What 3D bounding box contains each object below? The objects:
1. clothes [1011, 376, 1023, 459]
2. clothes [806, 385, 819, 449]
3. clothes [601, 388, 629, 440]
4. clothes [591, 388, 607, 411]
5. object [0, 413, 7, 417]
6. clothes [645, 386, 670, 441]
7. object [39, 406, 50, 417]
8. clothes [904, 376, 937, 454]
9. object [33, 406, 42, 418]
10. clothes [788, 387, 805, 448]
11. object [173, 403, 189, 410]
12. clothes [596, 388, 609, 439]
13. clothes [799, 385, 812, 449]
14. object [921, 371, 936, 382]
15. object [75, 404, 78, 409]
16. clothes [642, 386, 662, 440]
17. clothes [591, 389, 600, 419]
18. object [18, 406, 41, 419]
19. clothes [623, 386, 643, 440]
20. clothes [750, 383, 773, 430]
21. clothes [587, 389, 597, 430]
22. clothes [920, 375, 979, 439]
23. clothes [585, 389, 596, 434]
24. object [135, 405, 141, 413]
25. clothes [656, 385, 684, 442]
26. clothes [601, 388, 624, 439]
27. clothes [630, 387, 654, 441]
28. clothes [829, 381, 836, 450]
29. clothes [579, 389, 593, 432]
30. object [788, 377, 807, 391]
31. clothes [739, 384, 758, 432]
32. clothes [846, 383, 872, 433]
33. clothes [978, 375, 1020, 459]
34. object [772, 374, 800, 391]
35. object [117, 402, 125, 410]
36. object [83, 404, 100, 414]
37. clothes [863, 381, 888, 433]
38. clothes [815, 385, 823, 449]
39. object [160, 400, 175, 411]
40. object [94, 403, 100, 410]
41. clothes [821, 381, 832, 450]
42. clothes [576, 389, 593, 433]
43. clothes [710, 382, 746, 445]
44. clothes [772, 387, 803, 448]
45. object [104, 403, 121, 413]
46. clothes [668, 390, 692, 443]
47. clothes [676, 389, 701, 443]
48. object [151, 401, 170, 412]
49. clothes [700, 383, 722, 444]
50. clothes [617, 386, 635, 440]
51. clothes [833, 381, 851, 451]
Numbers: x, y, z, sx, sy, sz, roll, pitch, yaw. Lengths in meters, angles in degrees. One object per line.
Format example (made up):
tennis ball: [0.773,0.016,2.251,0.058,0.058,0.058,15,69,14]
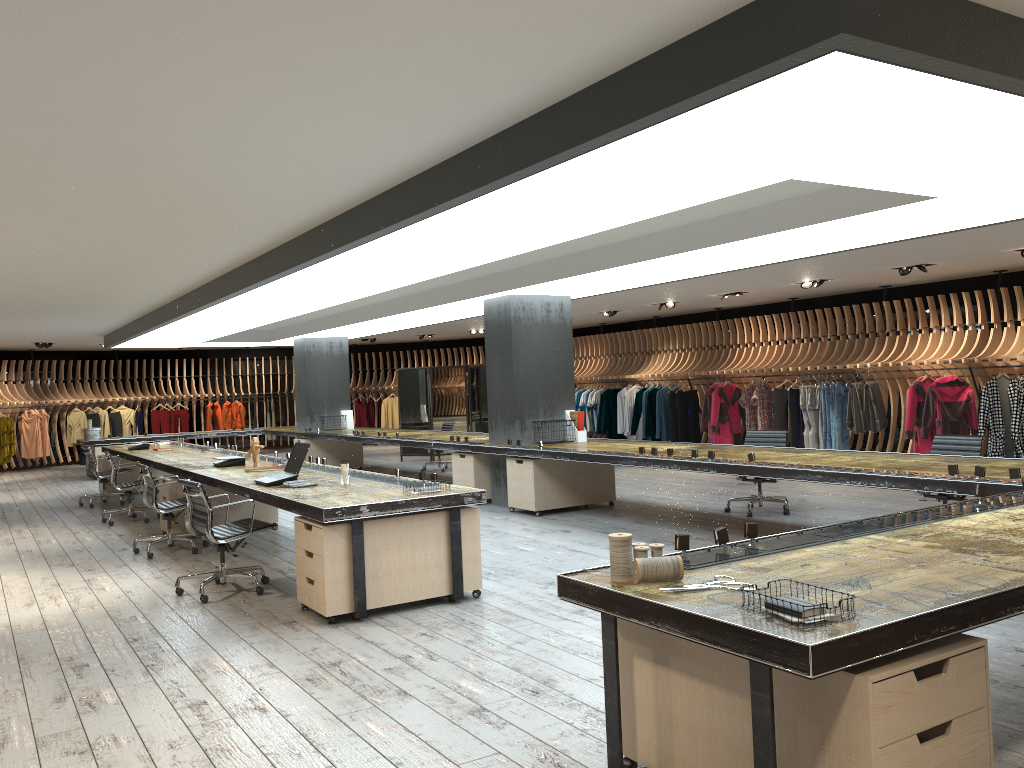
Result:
clothes: [6.600,0.450,11.329,0.773,1.161,0.191,-2,-1,-31]
clothes: [4.815,0.593,14.143,0.278,1.141,0.172,-2,-1,-25]
clothes: [2.225,0.621,18.411,0.914,1.082,0.238,-2,-1,-27]
clothes: [2.004,0.556,18.709,0.734,0.938,0.164,-2,-1,-28]
object: [-11.063,0.645,19.078,0.525,0.270,0.012,-2,-1,-2]
clothes: [2.912,0.587,17.312,0.914,1.082,0.238,-2,-1,-32]
object: [-10.653,0.625,20.056,0.525,0.270,0.012,-3,-1,23]
clothes: [5.891,0.540,12.471,0.840,1.312,0.321,-2,-1,-13]
object: [-10.738,0.629,19.916,0.525,0.270,0.012,-3,-1,28]
clothes: [4.697,0.714,14.429,0.539,1.353,0.087,-2,-1,-32]
object: [-8.475,0.535,22.556,0.525,0.270,0.012,-2,-1,8]
clothes: [2.115,0.626,18.589,0.914,1.082,0.238,-2,-1,-32]
clothes: [4.770,0.598,14.240,0.273,1.143,0.170,-2,-1,1]
object: [5.870,-0.083,12.507,0.525,0.270,0.012,-2,-1,-12]
object: [-10.222,0.610,20.804,0.525,0.270,0.012,-3,-1,23]
clothes: [2.851,0.562,17.422,0.715,1.088,0.256,-2,-1,-36]
clothes: [1.919,0.575,18.875,0.167,0.950,0.743,-3,-1,42]
object: [-10.787,0.631,19.807,0.525,0.270,0.012,-2,-1,3]
clothes: [2.517,0.587,17.879,0.733,1.106,0.165,-2,-1,-32]
clothes: [4.289,0.493,15.018,0.179,1.030,0.760,-3,-1,44]
clothes: [1.915,0.559,18.964,0.742,0.939,0.161,-2,-1,-37]
clothes: [6.044,0.533,12.226,0.840,1.312,0.321,-2,-1,-3]
clothes: [1.843,0.579,19.085,0.743,0.961,0.167,-2,-1,-38]
object: [-9.247,0.565,21.942,0.012,0.270,0.525,-2,0,-7]
clothes: [3.081,0.552,17.049,0.715,1.088,0.256,-2,-1,-26]
clothes: [2.186,0.623,18.489,0.914,1.082,0.238,-2,-1,-32]
clothes: [2.719,0.596,17.611,0.914,1.082,0.238,-2,-1,-27]
clothes: [5.073,0.599,13.835,0.316,1.292,0.277,-3,-1,22]
clothes: [1.788,0.568,19.112,0.744,0.931,0.158,-2,-1,-28]
object: [4.666,-0.033,14.436,0.525,0.270,0.012,-2,-1,-32]
clothes: [4.185,0.500,15.215,0.761,1.021,0.187,-2,-1,-31]
clothes: [5.247,0.363,13.443,0.278,0.767,0.263,-2,-1,-24]
clothes: [6.435,0.457,11.570,0.773,1.161,0.191,-2,-1,-11]
object: [4.547,-0.028,14.612,0.525,0.270,0.012,-2,-1,8]
object: [-9.519,0.578,21.679,0.525,0.270,0.012,-2,-1,-7]
object: [-10.039,0.602,21.054,0.525,0.270,0.012,-2,-1,3]
clothes: [5.442,0.348,13.359,0.336,0.776,0.254,-2,-1,-16]
clothes: [4.919,0.591,14.081,0.170,1.143,0.273,-3,-1,16]
object: [-8.711,0.545,22.389,0.525,0.270,0.012,-3,-1,28]
object: [-9.925,0.598,21.217,0.525,0.270,0.012,-3,-1,13]
clothes: [4.969,0.717,13.938,0.277,1.543,0.316,-2,-1,-33]
clothes: [1.666,0.588,19.204,0.738,0.971,0.167,-2,-1,-23]
clothes: [3.871,0.625,15.744,0.840,1.312,0.321,-2,-1,-23]
clothes: [4.575,0.720,14.593,0.539,1.353,0.087,-3,-1,8]
object: [-9.719,0.588,21.442,0.525,0.270,0.012,-2,-1,-7]
clothes: [3.232,0.779,16.799,0.539,1.353,0.087,-2,-1,-7]
clothes: [3.317,0.775,16.627,0.539,1.353,0.087,-2,-1,-27]
object: [-8.845,0.550,22.290,0.525,0.270,0.012,-3,-1,13]
clothes: [3.720,0.632,15.991,0.840,1.312,0.321,-2,-1,-33]
clothes: [2.466,0.589,18.071,0.733,1.106,0.165,-2,-1,-27]
clothes: [5.107,0.718,13.679,0.373,1.537,0.312,-2,-1,-20]
